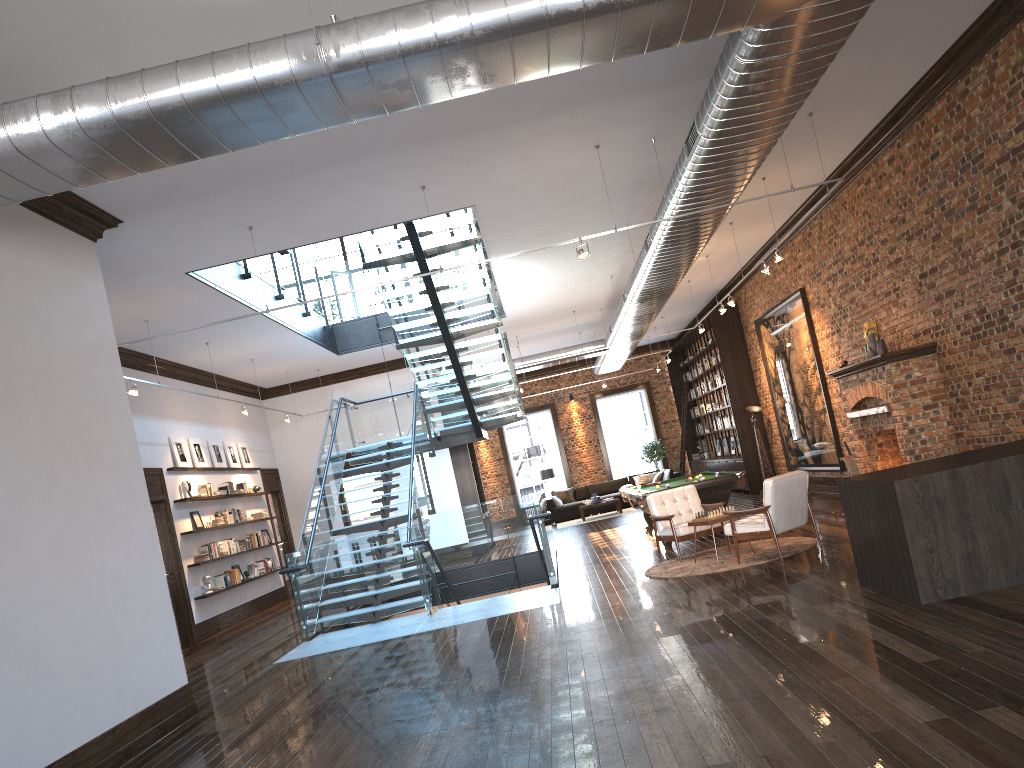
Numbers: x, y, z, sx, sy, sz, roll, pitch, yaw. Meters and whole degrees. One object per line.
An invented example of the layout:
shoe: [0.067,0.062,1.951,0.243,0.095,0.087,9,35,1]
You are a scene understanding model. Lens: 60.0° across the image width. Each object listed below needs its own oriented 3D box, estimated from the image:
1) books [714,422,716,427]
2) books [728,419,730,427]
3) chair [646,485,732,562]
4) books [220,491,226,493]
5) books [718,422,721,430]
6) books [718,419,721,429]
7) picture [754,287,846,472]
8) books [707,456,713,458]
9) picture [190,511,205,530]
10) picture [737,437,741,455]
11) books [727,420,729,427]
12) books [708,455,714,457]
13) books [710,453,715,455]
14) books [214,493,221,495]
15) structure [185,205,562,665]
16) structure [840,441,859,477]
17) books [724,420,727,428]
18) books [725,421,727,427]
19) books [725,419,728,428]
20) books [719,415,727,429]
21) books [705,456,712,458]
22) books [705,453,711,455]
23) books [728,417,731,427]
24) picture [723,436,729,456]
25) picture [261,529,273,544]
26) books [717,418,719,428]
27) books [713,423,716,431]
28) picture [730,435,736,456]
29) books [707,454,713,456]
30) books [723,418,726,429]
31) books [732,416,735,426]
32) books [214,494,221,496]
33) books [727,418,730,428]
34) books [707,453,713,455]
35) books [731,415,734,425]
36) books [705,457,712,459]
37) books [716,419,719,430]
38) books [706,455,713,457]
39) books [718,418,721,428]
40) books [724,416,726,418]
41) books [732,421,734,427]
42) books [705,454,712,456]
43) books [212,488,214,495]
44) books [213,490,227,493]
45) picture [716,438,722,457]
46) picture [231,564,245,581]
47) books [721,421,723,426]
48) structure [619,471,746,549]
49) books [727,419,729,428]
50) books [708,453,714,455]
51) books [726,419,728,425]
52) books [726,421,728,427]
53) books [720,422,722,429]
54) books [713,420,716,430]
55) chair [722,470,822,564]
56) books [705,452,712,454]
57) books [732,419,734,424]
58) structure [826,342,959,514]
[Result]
books: [5.327,1.053,22.835,0.189,0.259,0.027,-13,-1,2]
books: [5.265,0.930,21.203,0.165,0.196,0.027,-13,-1,2]
chair: [2.180,1.698,10.893,0.764,0.863,0.748,-11,-3,-18]
books: [-5.016,1.867,15.219,0.142,0.011,0.256,-13,-6,3]
books: [5.323,1.046,22.501,0.175,0.206,0.031,-13,-1,2]
books: [5.313,0.989,22.321,0.185,0.284,0.015,-13,-1,2]
picture: [5.018,0.082,15.704,0.080,2.992,3.212,-12,-4,1]
books: [5.556,2.035,24.804,0.229,0.008,0.329,-13,-6,2]
picture: [-5.014,2.176,14.138,0.077,0.299,0.301,-12,-4,1]
picture: [5.424,1.434,21.049,0.112,0.496,0.509,-12,-4,1]
books: [5.265,0.944,21.283,0.174,0.183,0.034,-13,-1,2]
books: [5.545,2.014,24.805,0.229,0.008,0.330,-13,-6,4]
books: [5.535,1.970,24.806,0.229,0.008,0.330,-13,-6,4]
books: [-5.015,1.867,14.946,0.159,0.014,0.184,-13,-6,2]
structure: [-1.280,1.330,13.146,3.578,14.454,7.062,-12,-2,2]
structure: [4.925,1.224,12.426,0.538,0.916,0.930,-12,-4,2]
books: [5.293,0.963,21.693,0.153,0.220,0.034,-13,-1,2]
books: [5.298,0.965,21.626,0.158,0.200,0.028,-13,-1,2]
books: [5.275,0.940,21.503,0.167,0.233,0.032,-13,-1,2]
books: [5.287,0.951,22.071,0.186,0.316,0.015,-12,-1,2]
books: [5.551,2.028,24.805,0.229,0.008,0.330,-12,-6,1]
books: [5.530,1.947,24.807,0.229,0.008,0.330,-13,-6,4]
books: [5.256,0.890,21.050,0.191,0.245,0.031,-13,-1,2]
picture: [5.501,1.599,22.764,0.112,0.496,0.509,-12,-4,1]
picture: [-4.766,2.971,17.252,0.077,0.299,0.301,-12,-4,1]
books: [5.329,1.002,22.603,0.170,0.310,0.039,-12,-1,2]
books: [5.360,1.107,23.122,0.178,0.204,0.068,-13,-2,2]
picture: [5.463,1.518,21.921,0.112,0.496,0.509,-12,-4,1]
books: [5.535,1.985,24.806,0.227,0.007,0.371,-13,-6,5]
books: [5.289,0.946,21.755,0.159,0.269,0.032,-12,-1,2]
books: [5.229,0.850,20.625,0.176,0.246,0.039,-13,-1,2]
books: [-5.015,1.881,14.932,0.156,0.015,0.211,-13,-6,2]
books: [5.265,0.913,21.249,0.166,0.237,0.034,-13,-1,2]
books: [5.523,1.957,24.807,0.229,0.008,0.333,-13,-6,7]
books: [5.246,0.845,20.735,0.175,0.271,0.031,-13,-1,2]
books: [5.549,2.060,24.804,0.228,0.008,0.333,-12,-6,-3]
books: [5.324,1.018,22.698,0.184,0.300,0.016,-13,-1,2]
books: [5.543,2.007,24.805,0.229,0.008,0.331,-12,-6,-1]
books: [5.307,0.982,22.266,0.185,0.287,0.016,-13,-1,2]
books: [5.295,0.930,21.719,0.132,0.290,0.016,-12,-1,2]
books: [5.246,0.895,20.776,0.169,0.183,0.027,-13,-1,2]
books: [5.534,1.978,24.806,0.228,0.008,0.332,-12,-6,-2]
books: [-5.043,1.793,14.775,0.129,0.181,0.012,-13,-1,2]
books: [-5.015,1.845,15.220,0.142,0.011,0.257,-13,-6,6]
picture: [5.545,1.694,23.744,0.112,0.496,0.509,-12,-4,1]
picture: [-4.742,3.279,15.361,0.077,0.299,0.301,-12,-4,1]
books: [5.304,0.995,21.979,0.191,0.205,0.025,-13,-1,2]
structure: [2.588,1.897,13.550,1.553,0.848,2.968,-13,-6,2]
books: [5.267,0.930,21.314,0.174,0.217,0.027,-13,-1,2]
books: [5.537,1.962,24.806,0.227,0.007,0.370,-12,-6,0]
books: [5.275,0.921,21.383,0.179,0.245,0.032,-13,-1,2]
books: [5.289,0.947,21.472,0.170,0.208,0.028,-13,-1,2]
books: [5.292,0.987,22.103,0.187,0.250,0.050,-13,-1,2]
books: [5.336,1.058,22.967,0.180,0.274,0.013,-13,-1,2]
chair: [2.741,1.420,9.442,0.762,0.863,0.750,-10,-4,-38]
books: [5.526,1.925,24.807,0.227,0.007,0.371,-13,-6,4]
books: [5.240,0.873,20.694,0.169,0.212,0.050,-13,-1,2]
structure: [4.624,0.643,11.016,0.887,1.901,2.006,-12,-4,1]
